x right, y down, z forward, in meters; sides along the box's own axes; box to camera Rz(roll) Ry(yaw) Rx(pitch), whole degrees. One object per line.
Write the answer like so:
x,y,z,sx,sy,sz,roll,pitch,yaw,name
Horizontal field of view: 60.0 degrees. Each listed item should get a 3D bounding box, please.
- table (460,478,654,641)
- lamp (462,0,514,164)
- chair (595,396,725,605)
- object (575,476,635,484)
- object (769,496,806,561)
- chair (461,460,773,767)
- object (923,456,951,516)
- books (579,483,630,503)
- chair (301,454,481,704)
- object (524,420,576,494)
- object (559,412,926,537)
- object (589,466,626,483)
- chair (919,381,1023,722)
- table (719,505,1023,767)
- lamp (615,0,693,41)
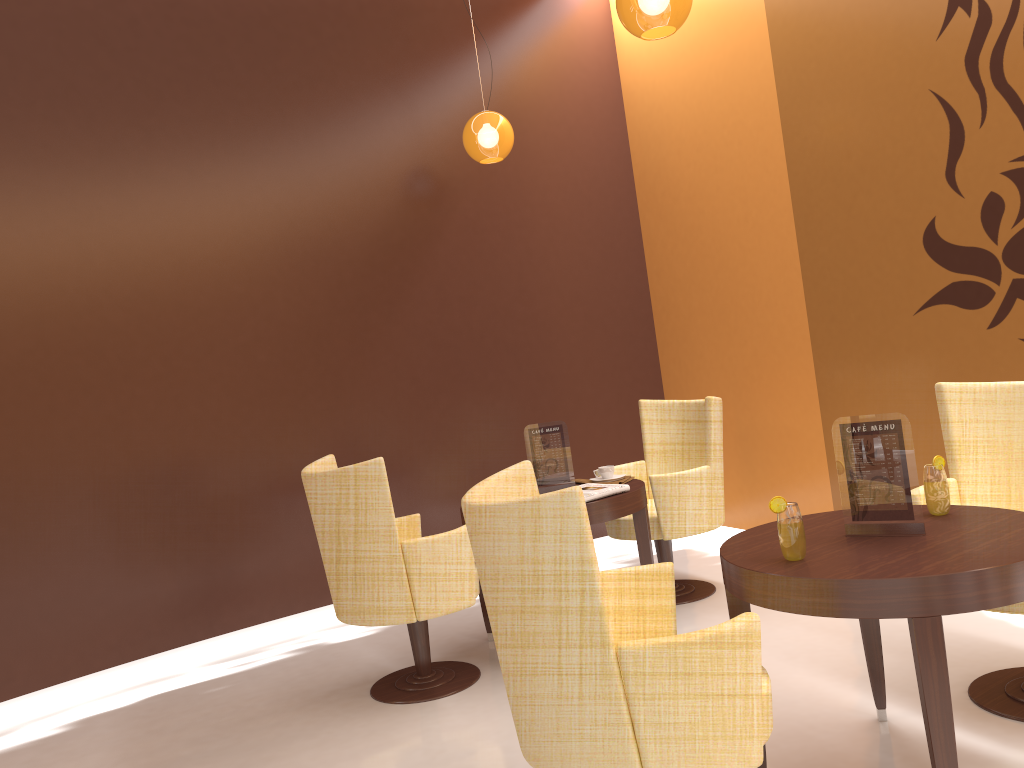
0.234,0.854,4.167,0.872,0.679,0.874,-8,1,14,table
-0.222,-2.032,5.114,0.299,1.500,0.299,-8,1,-23,lamp
0.814,0.596,4.700,0.685,1.017,0.729,-8,1,-23,chair
0.487,0.463,4.315,0.239,0.021,0.464,-8,1,-26,object
0.728,0.375,2.319,0.072,0.171,0.067,-9,1,-40,object
0.280,0.698,2.173,0.685,1.017,0.729,-8,1,-6,chair
1.247,0.299,2.609,0.067,0.171,0.072,-8,1,25,object
0.295,0.488,3.927,0.367,0.035,0.345,-8,1,-33,books
-0.484,0.788,3.789,0.685,1.017,0.729,-8,1,-26,chair
0.178,0.349,4.210,0.209,0.335,0.042,-8,1,0,object
0.618,0.297,3.317,0.187,0.335,2.090,-8,1,-26,object
0.464,0.437,4.313,0.153,0.069,0.153,-8,1,-39,object
1.706,0.490,2.867,0.685,1.017,0.729,-8,1,-35,chair
1.062,0.756,2.444,0.872,0.679,0.874,-8,1,9,table
0.468,-2.111,3.453,0.299,1.500,0.299,-8,1,20,lamp
